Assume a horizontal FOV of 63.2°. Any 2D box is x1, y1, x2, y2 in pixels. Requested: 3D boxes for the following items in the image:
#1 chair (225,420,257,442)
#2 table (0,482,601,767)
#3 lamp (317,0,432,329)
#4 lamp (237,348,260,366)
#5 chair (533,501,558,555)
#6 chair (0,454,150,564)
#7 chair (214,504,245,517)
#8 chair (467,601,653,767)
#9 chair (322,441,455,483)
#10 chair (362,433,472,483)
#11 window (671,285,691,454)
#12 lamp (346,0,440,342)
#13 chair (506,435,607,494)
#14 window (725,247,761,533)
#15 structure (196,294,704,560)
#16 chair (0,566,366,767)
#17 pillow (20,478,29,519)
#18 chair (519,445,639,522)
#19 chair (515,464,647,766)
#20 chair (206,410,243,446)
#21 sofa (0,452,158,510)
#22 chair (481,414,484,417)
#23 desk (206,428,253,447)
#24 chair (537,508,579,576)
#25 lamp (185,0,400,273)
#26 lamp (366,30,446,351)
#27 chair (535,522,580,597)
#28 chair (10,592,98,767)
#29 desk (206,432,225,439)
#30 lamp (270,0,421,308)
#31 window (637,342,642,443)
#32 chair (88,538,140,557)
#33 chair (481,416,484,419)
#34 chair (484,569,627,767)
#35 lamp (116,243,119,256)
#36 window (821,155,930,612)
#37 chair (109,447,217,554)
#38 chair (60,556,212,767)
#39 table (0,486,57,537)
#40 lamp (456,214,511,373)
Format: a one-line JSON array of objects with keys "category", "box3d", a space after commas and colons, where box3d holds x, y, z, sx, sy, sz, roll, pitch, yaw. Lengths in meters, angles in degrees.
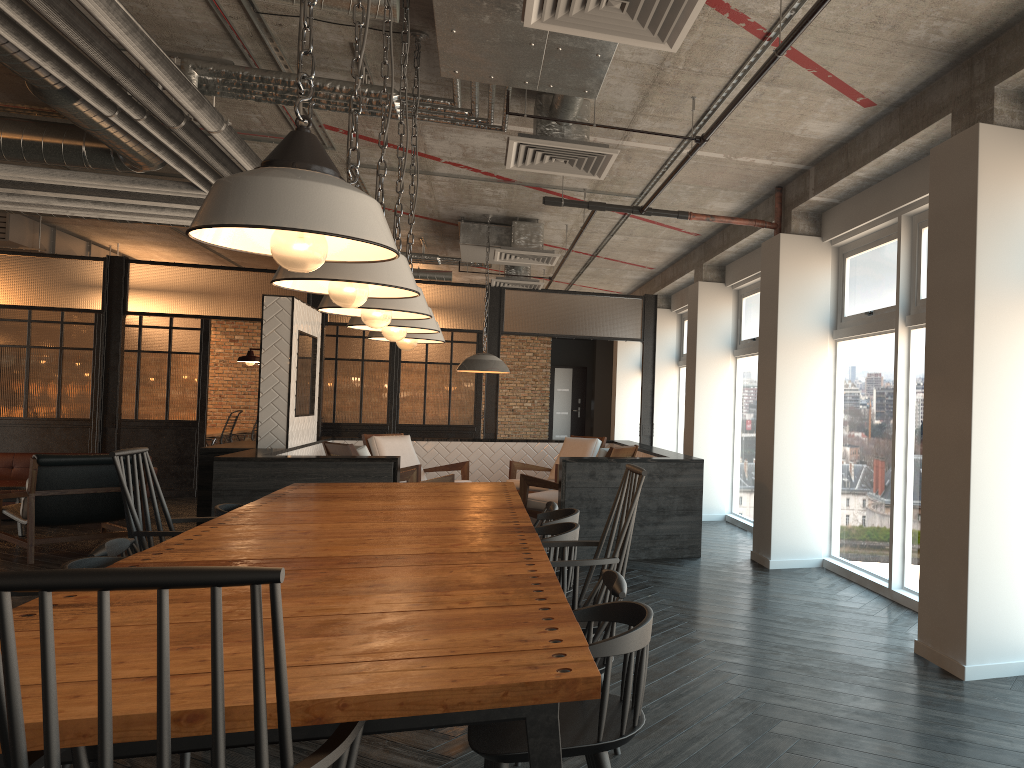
[{"category": "chair", "box3d": [-4.201, 0.911, 12.952, 0.761, 1.063, 0.640, 2, -1, -11]}, {"category": "table", "box3d": [-0.534, 0.921, 3.003, 1.276, 0.791, 3.506, 2, -1, -4]}, {"category": "lamp", "box3d": [-0.442, -1.060, 2.901, 0.374, 1.737, 0.358, 2, -1, 0]}, {"category": "lamp", "box3d": [-2.248, -0.241, 7.204, 0.264, 0.171, 0.165, 3, -2, -44]}, {"category": "chair", "box3d": [-0.002, 1.001, 4.473, 0.505, 0.725, 0.345, 2, -1, -13]}, {"category": "chair", "box3d": [-3.505, 0.922, 6.616, 0.866, 0.795, 0.869, 0, -2, 44]}, {"category": "chair", "box3d": [-1.194, 0.954, 4.041, 0.485, 0.737, 0.345, 2, -1, -13]}, {"category": "chair", "box3d": [0.120, 0.945, 2.096, 0.485, 0.737, 0.345, 2, -1, -13]}, {"category": "chair", "box3d": [-1.027, 0.941, 7.039, 1.091, 0.907, 0.610, 3, -2, -41]}, {"category": "chair", "box3d": [-0.992, 0.975, 8.516, 0.832, 0.907, 0.808, 1, -1, 28]}, {"category": "window", "box3d": [2.436, 0.134, 10.938, 0.262, 2.874, 2.330, 2, -1, -3]}, {"category": "lamp", "box3d": [-0.468, -1.046, 3.527, 0.359, 1.737, 0.373, 2, -1, 8]}, {"category": "chair", "box3d": [0.509, 1.027, 9.084, 0.616, 0.907, 1.082, 1, -2, 40]}, {"category": "window", "box3d": [2.547, 0.078, 8.307, 0.262, 2.874, 2.330, 2, -1, -3]}, {"category": "structure", "box3d": [-0.508, 0.373, 8.095, 4.318, 2.115, 3.419, 2, -1, -12]}, {"category": "chair", "box3d": [-0.506, 0.763, 1.308, 0.486, 1.032, 0.466, 2, -1, -6]}, {"category": "pillow", "box3d": [-3.381, 0.869, 6.496, 0.786, 0.334, 0.216, 3, -2, -45]}, {"category": "chair", "box3d": [0.598, 0.994, 7.530, 0.851, 0.907, 0.793, 1, -1, 23]}, {"category": "chair", "box3d": [0.220, 0.822, 3.119, 0.533, 1.032, 0.423, 2, -1, -12]}, {"category": "chair", "box3d": [-4.136, 0.878, 11.396, 0.761, 1.063, 0.640, 2, -1, -11]}, {"category": "sofa", "box3d": [-4.561, 1.009, 8.201, 1.769, 0.637, 0.614, 2, -1, -16]}, {"category": "chair", "box3d": [-0.847, 1.023, 14.033, 0.761, 1.063, 0.640, 2, -1, -11]}, {"category": "desk", "box3d": [-4.651, 1.067, 12.786, 0.863, 0.720, 1.534, 2, -1, -6]}, {"category": "chair", "box3d": [0.091, 0.988, 4.076, 0.485, 0.737, 0.345, 2, -1, -13]}, {"category": "lamp", "box3d": [-0.389, -1.086, 1.646, 0.320, 1.737, 0.412, 1, -1, 31]}, {"category": "lamp", "box3d": [-0.495, -1.033, 4.154, 0.359, 1.737, 0.373, 2, -1, 8]}, {"category": "chair", "box3d": [0.051, 0.976, 3.581, 0.485, 0.737, 0.345, 2, -1, -13]}, {"category": "chair", "box3d": [-1.301, 0.760, 2.113, 0.533, 1.032, 0.423, 2, -1, -12]}, {"category": "desk", "box3d": [-4.586, 1.035, 11.249, 0.863, 0.720, 1.534, 2, -1, -6]}, {"category": "lamp", "box3d": [-0.415, -1.073, 2.274, 0.412, 1.737, 0.320, 2, -1, -23]}, {"category": "window", "box3d": [2.324, 0.190, 13.568, 0.262, 2.874, 2.330, 2, -1, -3]}, {"category": "chair", "box3d": [-1.260, 0.936, 3.081, 0.505, 0.725, 0.345, 2, -1, -13]}, {"category": "chair", "box3d": [-0.781, 0.990, 12.478, 0.761, 1.063, 0.640, 2, -1, -11]}, {"category": "chair", "box3d": [0.109, 0.961, 2.589, 0.505, 0.725, 0.345, 2, -1, -13]}, {"category": "lamp", "box3d": [-4.951, -1.276, 11.822, 0.318, 0.857, 3.193, 2, -1, -3]}, {"category": "window", "box3d": [2.658, 0.023, 5.682, 0.262, 2.874, 2.330, 2, -1, -3]}, {"category": "chair", "box3d": [-1.360, 0.790, 3.508, 0.533, 1.032, 0.423, 2, -1, -12]}, {"category": "chair", "box3d": [-1.158, 0.923, 2.640, 0.485, 0.737, 0.345, 2, -1, -13]}, {"category": "table", "box3d": [-4.513, 1.121, 7.326, 0.788, 0.372, 0.640, 2, -1, -16]}, {"category": "lamp", "box3d": [-0.251, -0.890, 8.172, 0.531, 1.544, 0.488, 2, -1, -3]}]
